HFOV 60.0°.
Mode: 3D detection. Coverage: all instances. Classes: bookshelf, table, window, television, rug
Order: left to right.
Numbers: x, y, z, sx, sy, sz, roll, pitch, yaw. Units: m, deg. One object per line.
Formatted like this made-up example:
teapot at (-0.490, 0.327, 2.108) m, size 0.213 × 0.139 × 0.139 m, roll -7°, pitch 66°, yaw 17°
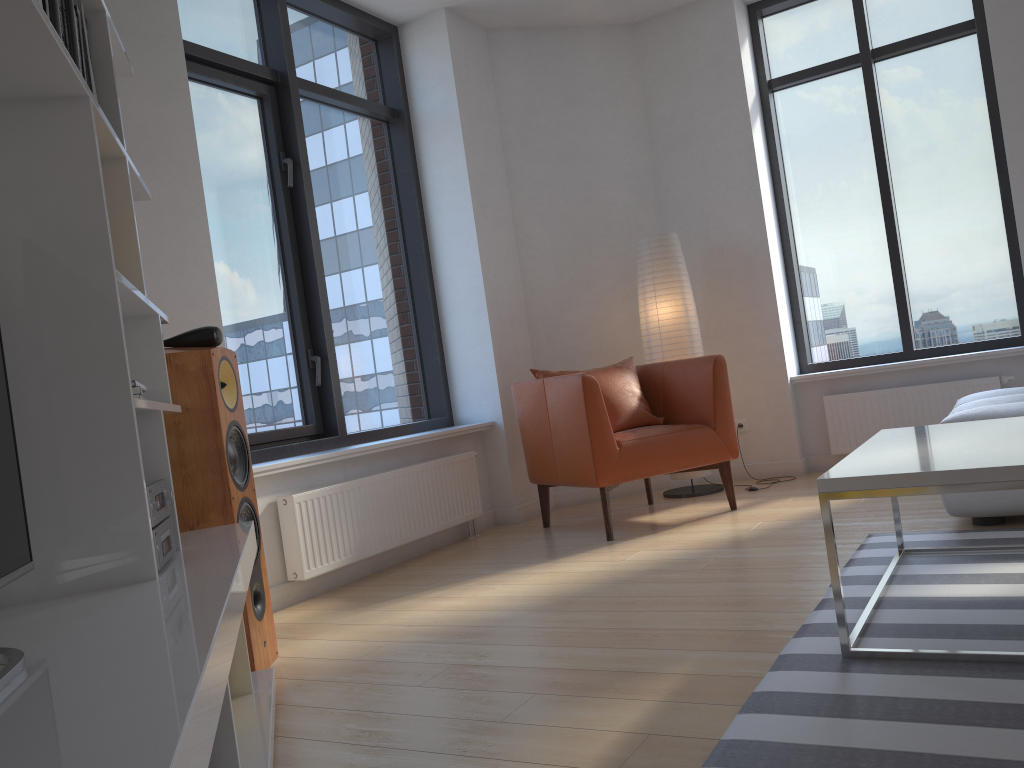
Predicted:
television at (-0.734, 0.020, 0.976) m, size 0.207 × 0.704 × 1.102 m, roll -8°, pitch 0°, yaw -15°
bookshelf at (-0.655, -0.167, 1.012) m, size 0.455 × 2.052 × 3.000 m, roll -8°, pitch 0°, yaw -15°
window at (-1.074, -0.864, 4.469) m, size 0.170 × 2.402 × 1.960 m, roll -8°, pitch 0°, yaw 30°
window at (2.276, -1.335, 5.437) m, size 1.310 × 2.402 × 0.170 m, roll -8°, pitch 0°, yaw 30°
table at (1.501, 0.340, 2.324) m, size 1.091 × 0.435 × 1.091 m, roll -8°, pitch 0°, yaw 30°
rug at (1.519, 0.559, 2.059) m, size 1.662 × 0.016 × 2.326 m, roll -8°, pitch 0°, yaw 30°

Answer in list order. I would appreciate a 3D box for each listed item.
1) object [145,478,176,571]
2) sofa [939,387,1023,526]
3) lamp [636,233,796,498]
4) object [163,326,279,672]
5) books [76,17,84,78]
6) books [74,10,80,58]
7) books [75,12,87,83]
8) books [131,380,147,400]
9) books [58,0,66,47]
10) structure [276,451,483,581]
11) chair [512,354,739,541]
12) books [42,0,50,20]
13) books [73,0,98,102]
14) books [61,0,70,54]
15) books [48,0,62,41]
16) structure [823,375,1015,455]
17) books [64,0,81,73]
object at (-0.862, 0.313, 1.865) m, size 0.270 × 0.174 × 0.285 m, roll -8°, pitch 0°, yaw -15°
sofa at (2.450, 0.066, 2.286) m, size 2.614 × 0.732 × 3.424 m, roll -8°, pitch 0°, yaw 30°
lamp at (1.207, -0.147, 5.287) m, size 0.804 × 1.550 × 0.502 m, roll -8°, pitch 0°, yaw -9°
object at (-1.031, 0.386, 2.715) m, size 0.434 × 1.088 × 0.290 m, roll -8°, pitch 0°, yaw 0°
books at (-1.009, -0.665, 1.861) m, size 0.191 × 0.249 × 0.084 m, roll -8°, pitch 0°, yaw -15°
books at (-0.988, -0.666, 1.827) m, size 0.179 × 0.243 × 0.071 m, roll -8°, pitch 0°, yaw -16°
books at (-1.019, -0.668, 1.894) m, size 0.197 × 0.260 × 0.066 m, roll -8°, pitch 0°, yaw -15°
books at (-0.972, 0.038, 2.025) m, size 0.250 × 0.047 × 0.310 m, roll -8°, pitch 0°, yaw -19°
books at (-0.976, -0.671, 1.723) m, size 0.191 × 0.249 × 0.084 m, roll -8°, pitch 0°, yaw -15°
structure at (-0.555, 0.647, 4.318) m, size 0.110 × 0.460 × 1.474 m, roll -8°, pitch 0°, yaw 30°
chair at (0.568, 0.286, 4.658) m, size 0.896 × 0.858 × 0.843 m, roll -8°, pitch 0°, yaw -27°
books at (-0.933, -0.670, 1.608) m, size 0.169 × 0.233 × 0.081 m, roll -8°, pitch 0°, yaw -16°
books at (-1.073, -0.686, 1.981) m, size 0.259 × 0.321 × 0.128 m, roll -8°, pitch 0°, yaw -15°
books at (-0.986, -0.674, 1.755) m, size 0.197 × 0.260 × 0.066 m, roll -8°, pitch 0°, yaw -15°
books at (-0.930, -0.673, 1.644) m, size 0.172 × 0.242 × 0.069 m, roll -8°, pitch 0°, yaw -14°
structure at (2.358, 0.237, 5.126) m, size 1.015 × 0.460 × 0.110 m, roll -8°, pitch 0°, yaw 30°
books at (-0.963, -0.667, 1.783) m, size 0.172 × 0.242 × 0.069 m, roll -8°, pitch 0°, yaw -14°
